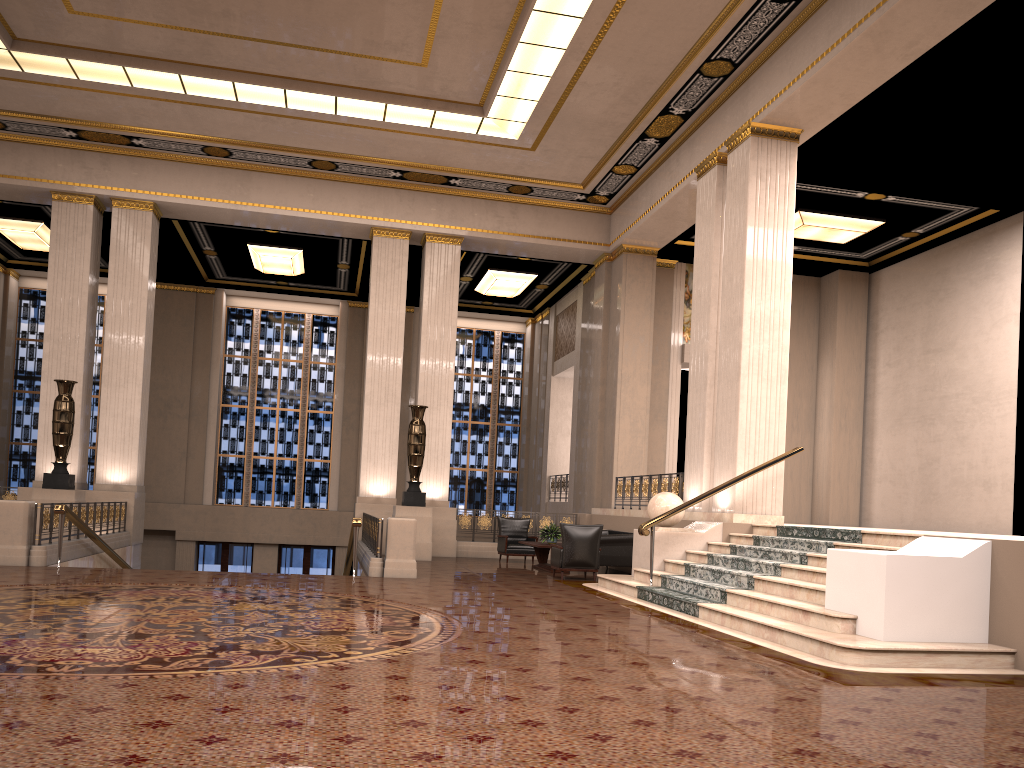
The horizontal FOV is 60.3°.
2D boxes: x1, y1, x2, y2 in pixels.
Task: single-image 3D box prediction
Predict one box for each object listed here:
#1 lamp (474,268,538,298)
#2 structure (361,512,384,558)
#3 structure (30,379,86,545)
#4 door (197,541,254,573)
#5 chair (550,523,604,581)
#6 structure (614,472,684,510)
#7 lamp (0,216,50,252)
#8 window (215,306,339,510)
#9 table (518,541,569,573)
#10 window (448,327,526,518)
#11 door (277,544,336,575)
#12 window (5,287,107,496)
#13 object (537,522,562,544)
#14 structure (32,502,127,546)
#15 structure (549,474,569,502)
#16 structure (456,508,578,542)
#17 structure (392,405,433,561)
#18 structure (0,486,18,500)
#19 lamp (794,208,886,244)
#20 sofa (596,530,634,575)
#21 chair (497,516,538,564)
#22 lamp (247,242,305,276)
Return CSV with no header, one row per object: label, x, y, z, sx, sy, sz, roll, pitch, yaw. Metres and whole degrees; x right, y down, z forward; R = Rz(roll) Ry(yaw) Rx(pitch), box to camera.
lamp,-0.175,-2.408,21.394,1.169,0.213,2.030,4,-8,-12
structure,-2.330,2.406,14.375,0.079,0.533,4.970,3,-8,-12
structure,-7.578,1.335,14.810,0.701,2.780,0.702,3,-2,-12
door,-7.579,5.472,23.117,1.493,2.716,0.155,3,-2,-12
chair,0.954,2.503,13.201,0.648,0.841,0.721,4,-4,-12
structure,2.399,1.896,15.383,0.032,0.620,3.720,3,-8,-12
lamp,-10.542,-3.222,19.206,1.169,0.213,2.030,4,-8,-12
window,-6.357,0.682,23.925,2.991,5.342,0.069,3,-2,-12
table,0.662,2.930,14.928,0.840,0.433,1.485,4,-8,-12
window,-1.198,1.087,25.013,2.991,5.342,0.069,3,-2,-12
door,-5.538,5.633,23.548,1.493,2.716,0.155,3,-2,-12
window,-11.343,0.291,22.872,2.991,5.342,0.069,3,-2,-12
object,0.670,2.522,14.922,0.501,0.374,0.529,1,-6,21
structure,-6.466,2.081,13.502,0.079,0.533,4.971,3,-8,-11
structure,1.204,2.567,21.733,0.031,0.664,2.170,3,-7,-12
structure,0.094,2.899,17.842,2.538,0.653,0.032,4,-2,-12
structure,-1.785,1.790,16.032,0.701,2.780,0.702,3,-2,-12
structure,-10.110,2.098,15.689,2.538,0.653,0.032,4,-2,-12
lamp,5.740,-2.844,16.182,1.718,0.213,1.176,4,-8,-12
sofa,1.565,2.868,15.124,0.876,0.702,1.935,4,-7,-12
chair,0.093,2.926,16.533,0.649,0.841,0.720,4,-4,-17
lamp,-5.403,-2.818,20.291,1.169,0.213,2.030,4,-8,-12
